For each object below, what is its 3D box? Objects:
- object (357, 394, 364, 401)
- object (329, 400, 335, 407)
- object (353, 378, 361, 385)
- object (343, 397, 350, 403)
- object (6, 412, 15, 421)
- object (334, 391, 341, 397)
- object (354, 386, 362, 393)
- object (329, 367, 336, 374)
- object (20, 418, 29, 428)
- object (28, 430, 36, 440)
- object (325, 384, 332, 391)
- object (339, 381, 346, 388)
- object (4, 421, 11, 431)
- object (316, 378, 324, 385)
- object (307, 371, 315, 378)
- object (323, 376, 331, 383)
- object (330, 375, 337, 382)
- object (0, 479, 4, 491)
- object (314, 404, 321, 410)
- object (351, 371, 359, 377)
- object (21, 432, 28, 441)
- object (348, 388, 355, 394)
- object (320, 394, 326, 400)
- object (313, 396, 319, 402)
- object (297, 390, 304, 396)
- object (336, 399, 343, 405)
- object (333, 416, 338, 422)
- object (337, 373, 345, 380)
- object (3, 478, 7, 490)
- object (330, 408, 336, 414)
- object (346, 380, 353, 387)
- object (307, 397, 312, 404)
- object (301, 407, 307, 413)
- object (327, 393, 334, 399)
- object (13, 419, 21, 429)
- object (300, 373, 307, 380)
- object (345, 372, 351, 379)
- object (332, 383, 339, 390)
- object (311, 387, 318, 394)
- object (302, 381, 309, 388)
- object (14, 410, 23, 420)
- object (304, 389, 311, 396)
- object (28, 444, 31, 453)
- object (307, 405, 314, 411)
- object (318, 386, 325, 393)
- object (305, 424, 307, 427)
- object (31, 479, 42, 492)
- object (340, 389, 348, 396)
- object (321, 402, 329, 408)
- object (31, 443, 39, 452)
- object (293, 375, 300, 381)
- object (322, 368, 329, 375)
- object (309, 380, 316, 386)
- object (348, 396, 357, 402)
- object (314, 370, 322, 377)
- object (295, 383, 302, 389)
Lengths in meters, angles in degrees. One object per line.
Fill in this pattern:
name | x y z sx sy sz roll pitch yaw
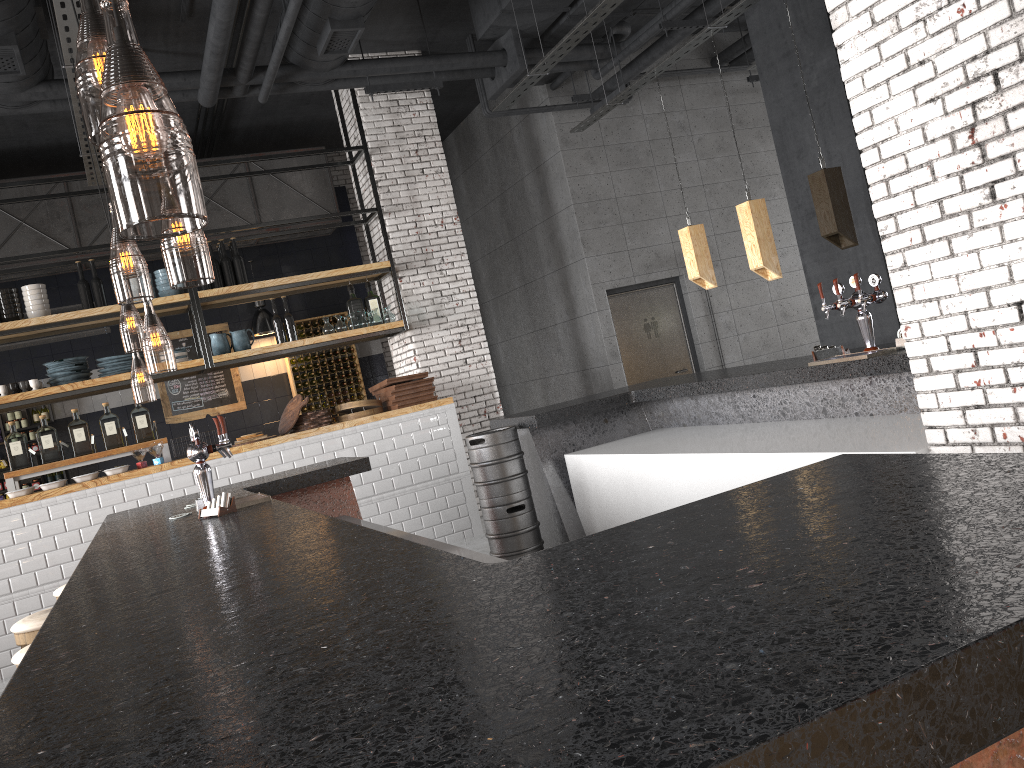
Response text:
object | -1.999 0.173 11.684 0.079 0.079 0.280 -13 1 -23
object | -2.328 0.250 11.512 0.079 0.079 0.280 -13 1 -23
object | -2.033 -0.035 11.655 0.079 0.079 0.283 -13 1 -23
object | -2.170 0.212 11.613 0.079 0.079 0.280 -13 1 -23
object | -5.756 0.367 10.179 0.076 0.111 0.076 -13 0 42
object | -2.276 0.129 11.573 0.079 0.079 0.280 -13 1 -23
object | -2.017 0.069 11.671 0.079 0.079 0.280 -13 1 -23
object | -2.341 -0.179 11.562 0.079 0.079 0.283 -13 1 -23
object | -5.621 0.449 10.228 0.076 0.111 0.076 -13 0 -28
object | -5.543 0.592 10.245 0.076 0.111 0.076 -13 0 32
object | -2.379 0.045 11.523 0.079 0.079 0.283 -13 1 -23
object | -2.209 0.006 11.598 0.079 0.079 0.283 -13 1 -23
object | -5.769 0.484 10.161 0.076 0.111 0.076 -13 0 -13
object | -2.478 -0.039 11.465 0.079 0.079 0.283 -13 1 -23
object | -2.587 -0.122 11.432 0.079 0.079 0.283 -13 1 -23
object | -2.394 -0.059 11.506 0.079 0.079 0.283 -13 1 -23
object | -2.323 -0.076 11.575 0.079 0.079 0.283 -13 1 -23
object | -5.842 1.157 10.085 0.100 0.139 0.088 -13 0 -22
object | -2.507 0.291 11.460 0.079 0.079 0.280 -13 1 -23
object | -2.063 -0.136 11.673 0.079 0.079 0.283 -13 1 -23
object | -5.624 0.611 10.208 0.076 0.111 0.076 -13 0 42
object | -2.092 0.087 11.612 0.079 0.079 0.280 -13 1 -23
object | -2.447 0.169 11.502 0.079 0.079 0.280 -13 1 -23
object | -2.524 0.187 11.446 0.079 0.079 0.280 -13 1 -23
object | -2.708 0.122 11.352 0.079 0.079 0.283 -13 1 -23
object | -2.247 0.231 11.558 0.079 0.079 0.280 -13 1 -23
object | -2.276 0.454 11.497 0.079 0.079 0.280 -13 1 -23
object | -2.224 -0.098 11.577 0.079 0.079 0.283 -13 1 -23
object | -5.750 1.135 10.126 0.100 0.139 0.088 -13 0 -22
object | -2.308 0.353 11.519 0.079 0.079 0.280 -13 1 -23
object | -2.131 -0.012 11.649 0.079 0.079 0.283 -13 1 -23
object | -2.601 0.205 11.391 0.079 0.079 0.280 -13 1 -23
object | -2.667 0.328 11.362 0.079 0.079 0.280 -13 1 -23
object | -2.355 0.148 11.521 0.079 0.079 0.280 -13 1 -23
object | -5.694 0.466 10.194 0.076 0.111 0.076 -13 0 -3
object | -2.679 -0.101 11.413 0.079 0.079 0.283 -13 1 -23
object | -2.154 -0.115 11.651 0.079 0.079 0.283 -13 1 -23
object | -2.302 0.027 11.579 0.079 0.079 0.283 -13 1 -23
object | -2.544 0.084 11.440 0.079 0.079 0.283 -13 1 -23
object | -2.663 0.003 11.430 0.079 0.079 0.283 -13 1 -23
object | -5.684 0.350 10.213 0.076 0.111 0.076 -13 0 -18
object | -2.632 0.104 11.411 0.079 0.079 0.283 -13 1 -23
object | -5.592 0.753 10.230 0.081 0.113 0.071 -13 0 -24
object | -2.577 0.308 11.387 0.079 0.079 0.280 -13 1 -23
object | -2.463 0.065 11.485 0.079 0.079 0.283 -13 1 -23
object | -2.630 0.535 11.383 0.079 0.079 0.280 -13 1 -23
object | -5.488 1.165 10.232 0.100 0.139 0.088 -13 0 -22
object | -2.185 0.108 11.596 0.079 0.079 0.280 -13 1 -23
object | -2.407 0.268 11.461 0.079 0.079 0.280 -13 1 -23
object | -5.517 0.735 10.263 0.081 0.113 0.071 -13 0 -24
object | -2.770 -0.080 11.390 0.079 0.079 0.283 -13 1 -23
object | -2.416 -0.161 11.503 0.079 0.079 0.283 -13 1 -23
object | -2.577 -0.017 11.463 0.079 0.079 0.283 -13 1 -23
object | -2.083 0.193 11.646 0.079 0.079 0.280 -13 1 -23
object | -2.510 -0.140 11.487 0.079 0.079 0.283 -13 1 -23
object | -2.740 0.021 11.374 0.079 0.079 0.283 -13 1 -23
